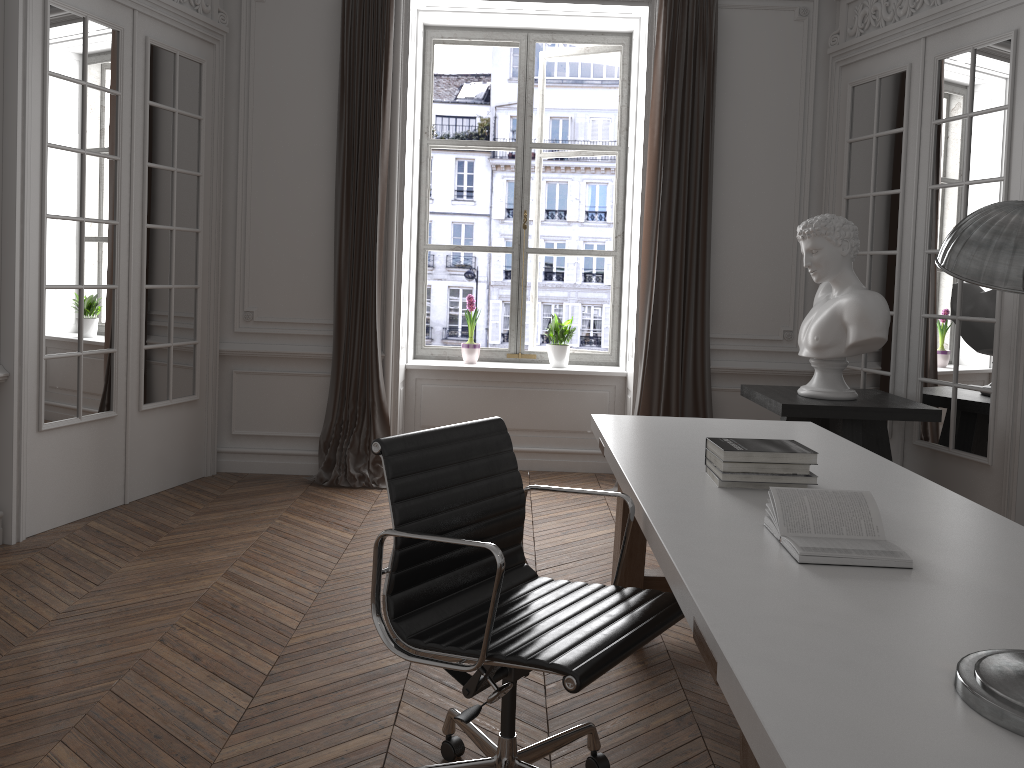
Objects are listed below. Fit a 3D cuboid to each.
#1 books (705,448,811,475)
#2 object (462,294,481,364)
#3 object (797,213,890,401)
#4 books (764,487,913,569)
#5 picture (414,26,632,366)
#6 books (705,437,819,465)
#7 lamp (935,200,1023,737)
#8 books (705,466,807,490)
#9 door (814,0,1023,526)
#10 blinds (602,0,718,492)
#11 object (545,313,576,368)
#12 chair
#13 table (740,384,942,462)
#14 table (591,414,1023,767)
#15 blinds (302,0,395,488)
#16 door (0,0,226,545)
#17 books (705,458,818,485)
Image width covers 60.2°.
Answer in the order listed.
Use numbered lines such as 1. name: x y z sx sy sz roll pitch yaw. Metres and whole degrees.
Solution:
1. books: 0.683 0.216 2.472 0.239 0.028 0.192 2 7 -2
2. object: -0.278 -0.378 6.078 0.129 0.474 0.130 0 3 -40
3. object: 1.620 -0.392 4.438 0.392 0.921 0.637 2 4 0
4. books: 0.688 0.297 1.890 0.226 0.095 0.280 2 6 2
5. picture: 0.177 -1.181 2.470 13.197 4.787 13.316 1 6 -8
6. books: 0.693 0.186 2.470 0.258 0.032 0.192 2 7 -2
7. lamp: 0.756 0.077 1.256 0.269 0.697 0.490 2 4 0
8. books: 0.682 0.263 2.480 0.242 0.022 0.192 2 7 2
9. door: 2.144 -0.555 4.715 0.085 2.727 1.572 1 4 -16
10. blinds: 1.000 -0.873 5.313 0.777 3.092 0.343 2 2 -6
11. object: 0.332 -0.300 6.040 0.215 0.368 0.286 1 4 -22
12. chair: 0.037 0.592 2.051 0.669 0.920 0.695 4 4 26
13. table: 1.631 0.434 4.523 0.767 0.747 0.772 2 5 0
14. table: 0.756 0.671 2.322 0.900 0.745 2.637 2 7 0
15. blinds: -0.933 -0.946 5.352 0.581 3.092 0.311 2 2 5
16. door: -2.051 -0.706 4.721 0.086 2.727 1.570 3 4 16
17. books: 0.691 0.242 2.470 0.258 0.022 0.213 2 7 0
